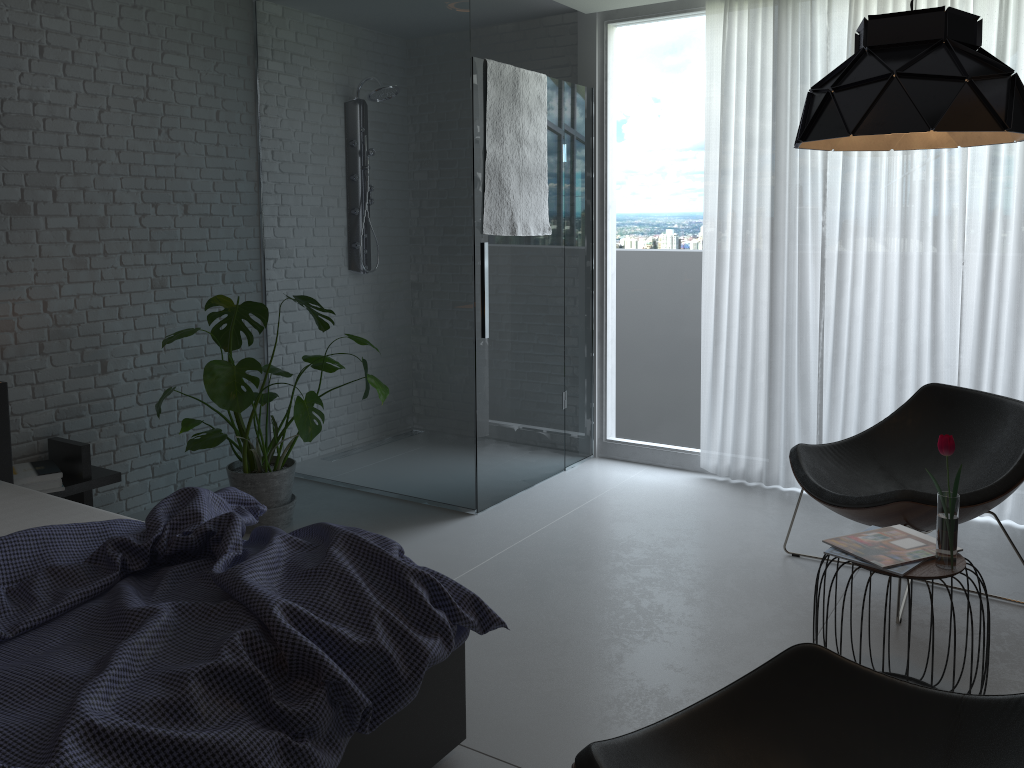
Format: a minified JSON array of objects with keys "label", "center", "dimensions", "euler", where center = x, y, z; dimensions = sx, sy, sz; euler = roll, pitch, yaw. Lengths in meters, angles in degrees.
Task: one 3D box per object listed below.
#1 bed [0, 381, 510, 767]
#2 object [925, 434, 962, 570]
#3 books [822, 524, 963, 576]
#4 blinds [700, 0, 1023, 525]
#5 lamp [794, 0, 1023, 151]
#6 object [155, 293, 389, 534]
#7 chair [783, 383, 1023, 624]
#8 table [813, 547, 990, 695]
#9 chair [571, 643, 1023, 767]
[{"label":"bed","center":[-1.520,-0.032,2.108],"dimensions":[2.615,2.025,2.577],"euler":[5,10,32]},{"label":"object","center":[1.150,0.314,2.350],"dimensions":[0.077,0.353,0.066],"euler":[-3,6,-25]},{"label":"books","center":[-2.779,0.525,3.283],"dimensions":[8.237,0.369,0.409],"euler":[2,8,12]},{"label":"blinds","center":[1.773,-0.764,4.101],"dimensions":[1.858,2.675,0.137],"euler":[4,7,33]},{"label":"lamp","center":[1.058,-1.091,2.317],"dimensions":[0.610,0.896,0.586],"euler":[-6,9,-39]},{"label":"object","center":[-1.042,0.121,3.970],"dimensions":[0.994,1.040,0.856],"euler":[-7,10,-39]},{"label":"chair","center":[1.521,0.396,3.346],"dimensions":[0.814,0.685,0.797],"euler":[-3,9,-14]},{"label":"table","center":[1.086,0.687,2.483],"dimensions":[0.450,0.432,0.455],"euler":[1,8,10]},{"label":"chair","center":[0.562,0.748,1.479],"dimensions":[0.792,0.685,0.819],"euler":[-6,10,-36]}]
